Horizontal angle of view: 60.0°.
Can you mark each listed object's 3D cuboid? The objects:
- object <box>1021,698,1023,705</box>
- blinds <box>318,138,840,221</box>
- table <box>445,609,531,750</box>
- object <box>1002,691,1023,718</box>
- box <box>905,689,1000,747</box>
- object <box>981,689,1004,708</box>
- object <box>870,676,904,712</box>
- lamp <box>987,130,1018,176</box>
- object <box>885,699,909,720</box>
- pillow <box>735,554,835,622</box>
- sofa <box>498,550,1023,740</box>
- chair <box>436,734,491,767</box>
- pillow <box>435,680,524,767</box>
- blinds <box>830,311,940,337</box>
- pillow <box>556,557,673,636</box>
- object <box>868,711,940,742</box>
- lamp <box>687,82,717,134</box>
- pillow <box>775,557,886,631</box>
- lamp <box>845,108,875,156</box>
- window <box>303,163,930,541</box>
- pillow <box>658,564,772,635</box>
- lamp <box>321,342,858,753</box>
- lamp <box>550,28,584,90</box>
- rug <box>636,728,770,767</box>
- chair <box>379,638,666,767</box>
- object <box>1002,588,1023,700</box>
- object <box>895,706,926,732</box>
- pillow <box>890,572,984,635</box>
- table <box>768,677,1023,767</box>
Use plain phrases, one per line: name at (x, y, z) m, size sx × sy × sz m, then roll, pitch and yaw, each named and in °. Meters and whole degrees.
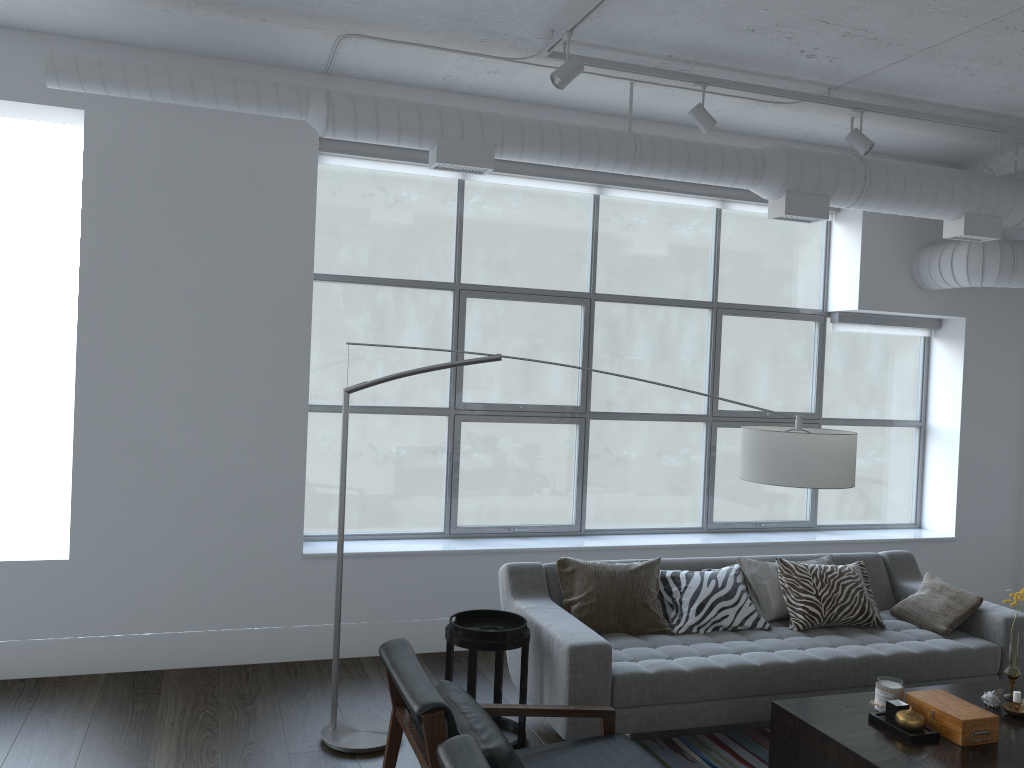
object at (2.075, 1.194, 3.516) m, size 0.098 × 0.174 × 0.098 m, roll 2°, pitch 1°, yaw -24°
blinds at (0.574, -1.282, 5.679) m, size 3.613 × 0.130 × 0.086 m, roll 2°, pitch 1°, yaw -19°
table at (-0.116, 1.317, 3.948) m, size 0.379 × 0.536 × 0.379 m, roll 2°, pitch 1°, yaw -1°
object at (1.944, 1.228, 3.414) m, size 0.102 × 0.098 × 0.102 m, roll 3°, pitch 1°, yaw 21°
box at (1.604, 1.218, 3.248) m, size 0.169 × 0.093 × 0.294 m, roll 2°, pitch 1°, yaw -19°
object at (1.922, 1.241, 3.524) m, size 0.124 × 0.078 × 0.069 m, roll 2°, pitch 1°, yaw -36°
object at (1.449, 1.198, 3.409) m, size 0.117 × 0.116 × 0.106 m, roll 2°, pitch 1°, yaw -39°
lamp at (2.828, -1.344, 5.112) m, size 0.154 × 0.285 × 0.087 m, roll 3°, pitch 1°, yaw 31°
object at (1.431, 1.211, 3.293) m, size 0.058 × 0.055 × 0.058 m, roll 2°, pitch 1°, yaw -19°
pillow at (1.531, 1.101, 4.758) m, size 0.663 × 0.318 × 0.254 m, roll 2°, pitch 1°, yaw -18°
sofa at (1.266, 1.292, 4.492) m, size 2.541 × 0.684 × 0.991 m, roll 2°, pitch 1°, yaw -19°
chair at (0.348, 1.285, 2.164) m, size 0.983 × 0.698 × 0.678 m, roll 2°, pitch 1°, yaw -19°
pillow at (-0.105, 1.206, 2.905) m, size 0.246 × 0.293 × 0.612 m, roll 2°, pitch 1°, yaw -19°
blinds at (2.708, -0.431, 6.421) m, size 0.903 × 0.130 × 0.086 m, roll 2°, pitch 1°, yaw -19°
pillow at (0.492, 1.055, 4.407) m, size 0.597 × 0.338 × 0.298 m, roll 2°, pitch 1°, yaw -9°
object at (1.427, 1.246, 3.234) m, size 0.130 × 0.023 × 0.214 m, roll 2°, pitch 1°, yaw -19°
lamp at (0.966, -1.413, 4.490) m, size 0.154 × 0.285 × 0.087 m, roll 2°, pitch 1°, yaw -9°
pillow at (1.652, 1.084, 4.619) m, size 0.576 × 0.340 × 0.271 m, roll 2°, pitch 1°, yaw -15°
lamp at (1.889, -1.379, 4.806) m, size 0.154 × 0.285 × 0.087 m, roll 3°, pitch 1°, yaw 26°
window at (0.949, -0.165, 5.908) m, size 4.566 × 2.340 × 0.107 m, roll 2°, pitch 1°, yaw -19°
pillow at (1.007, 1.106, 4.535) m, size 0.578 × 0.283 × 0.346 m, roll 2°, pitch 1°, yaw -18°
lamp at (0.255, 0.732, 3.687) m, size 2.162 × 1.738 × 0.432 m, roll 3°, pitch 1°, yaw 15°
lamp at (0.243, -1.434, 3.903) m, size 0.154 × 0.285 × 0.095 m, roll 2°, pitch 1°, yaw -25°
rug at (1.843, 1.679, 2.970) m, size 3.760 × 0.012 × 2.735 m, roll 2°, pitch 1°, yaw -19°
chair at (0.080, 1.260, 2.963) m, size 0.983 × 0.698 × 0.678 m, roll 2°, pitch 1°, yaw -19°
object at (2.041, 1.043, 3.572) m, size 0.120 × 0.470 × 0.121 m, roll 2°, pitch 1°, yaw -3°
object at (1.440, 1.202, 3.204) m, size 0.103 × 0.077 × 0.103 m, roll 3°, pitch 1°, yaw 43°
pillow at (2.233, 1.165, 4.686) m, size 0.236 × 0.261 × 0.427 m, roll 2°, pitch 1°, yaw -17°
table at (1.857, 1.476, 3.066) m, size 1.362 × 0.394 × 1.306 m, roll 2°, pitch 1°, yaw -19°
